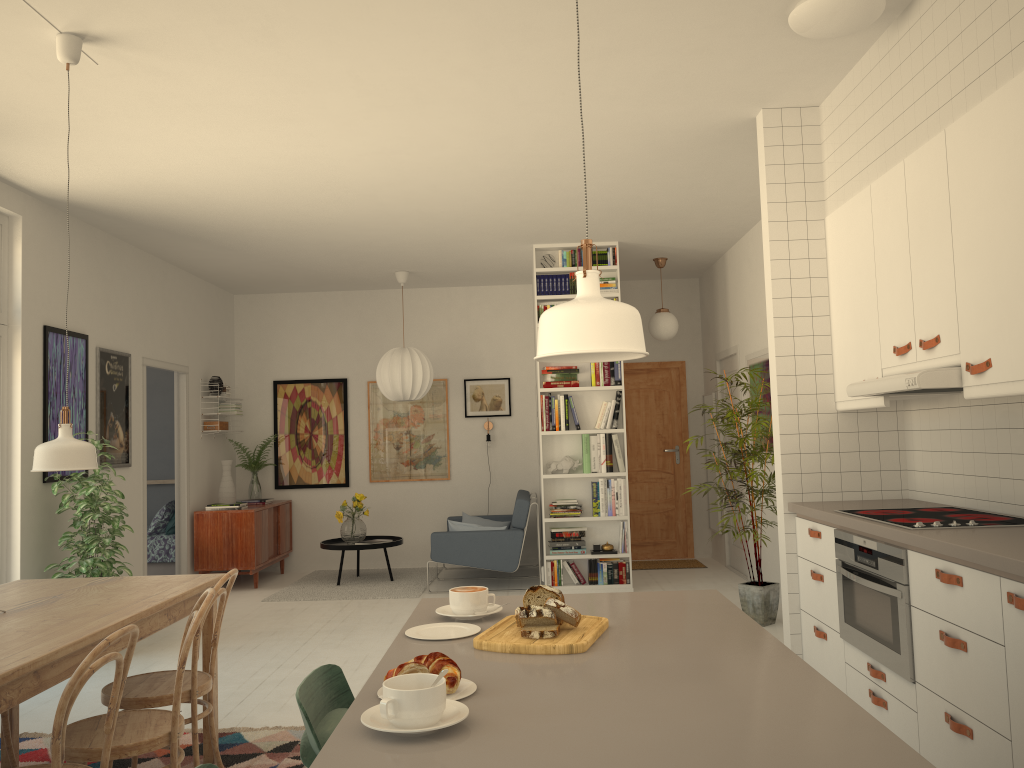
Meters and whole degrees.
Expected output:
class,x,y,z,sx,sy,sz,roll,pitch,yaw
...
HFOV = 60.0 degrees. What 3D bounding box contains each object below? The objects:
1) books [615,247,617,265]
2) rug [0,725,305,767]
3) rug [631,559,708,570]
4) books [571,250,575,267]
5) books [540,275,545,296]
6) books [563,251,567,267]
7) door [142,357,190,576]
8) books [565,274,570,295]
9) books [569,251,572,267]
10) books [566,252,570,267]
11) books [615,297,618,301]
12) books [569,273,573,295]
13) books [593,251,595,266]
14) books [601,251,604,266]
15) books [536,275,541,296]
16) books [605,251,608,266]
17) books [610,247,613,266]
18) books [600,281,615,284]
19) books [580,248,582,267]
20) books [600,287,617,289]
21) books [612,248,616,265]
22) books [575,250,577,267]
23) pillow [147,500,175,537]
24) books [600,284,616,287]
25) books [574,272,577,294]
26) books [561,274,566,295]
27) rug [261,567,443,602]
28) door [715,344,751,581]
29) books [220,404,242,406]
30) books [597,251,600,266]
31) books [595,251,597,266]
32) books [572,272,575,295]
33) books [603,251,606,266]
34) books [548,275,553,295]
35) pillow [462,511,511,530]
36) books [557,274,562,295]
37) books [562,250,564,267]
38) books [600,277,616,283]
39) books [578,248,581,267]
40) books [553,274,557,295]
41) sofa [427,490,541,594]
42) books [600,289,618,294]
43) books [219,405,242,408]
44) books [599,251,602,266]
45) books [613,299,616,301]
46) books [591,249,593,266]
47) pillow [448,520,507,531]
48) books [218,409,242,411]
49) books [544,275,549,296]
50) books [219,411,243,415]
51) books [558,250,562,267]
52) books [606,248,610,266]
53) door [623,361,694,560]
class,x,y,z,sx,sy,sz,roll,pitch,yaw
books,0.872,-1.058,7.543,0.014,0.154,0.259,-2,-4,1
rug,-1.707,1.492,2.588,1.748,0.035,3.023,-2,-4,1
rug,1.394,1.778,8.703,0.941,0.002,0.552,-2,-4,1
books,0.514,-1.044,7.510,0.028,0.147,0.192,-2,-4,1
books,0.257,-0.819,7.516,0.034,0.179,0.188,-2,-4,1
books,0.446,-1.038,7.501,0.023,0.137,0.161,-2,-4,1
door,-3.343,0.842,7.489,0.882,2.034,0.955,-2,-4,1
books,0.467,-0.826,7.512,0.034,0.179,0.188,-2,-4,1
books,0.492,-1.040,7.529,0.018,0.141,0.206,-2,-4,1
books,0.471,-1.034,7.543,0.025,0.131,0.253,-2,-4,1
books,0.880,-0.618,7.485,0.022,0.199,0.212,-2,-4,1
books,0.497,-0.832,7.523,0.020,0.191,0.205,-2,-4,1
books,0.687,-1.043,7.489,0.017,0.130,0.150,-2,-4,1
books,0.757,-1.046,7.488,0.017,0.130,0.150,-2,-4,1
books,0.222,-0.817,7.516,0.034,0.179,0.188,-2,-4,1
books,0.793,-1.047,7.488,0.017,0.130,0.150,-2,-4,1
books,0.834,-1.058,7.525,0.020,0.156,0.229,-2,-4,1
books,0.781,-0.843,7.483,0.179,0.016,0.208,-2,-4,6
books,0.581,-1.051,7.528,0.012,0.158,0.220,-2,-4,1
books,0.779,-0.793,7.503,0.200,0.018,0.208,-2,-4,1
books,0.855,-1.056,7.521,0.021,0.151,0.228,-2,-4,1
books,0.540,-1.045,7.526,0.024,0.148,0.188,-2,-4,1
pillow,-3.356,1.291,8.571,0.237,0.338,0.437,-2,-4,-1
books,0.766,-0.817,7.504,0.173,0.030,0.199,-1,-4,-9
books,0.538,-0.834,7.511,0.020,0.191,0.205,-2,-4,1
books,0.432,-0.825,7.513,0.034,0.179,0.188,-2,-4,1
rug,-1.389,1.833,8.176,1.304,0.012,1.660,-2,-4,3
door,2.055,0.699,8.060,0.166,2.034,0.955,-2,-4,1
books,-2.814,0.212,8.875,0.153,0.013,0.197,-2,-4,3
books,0.722,-1.044,7.489,0.017,0.130,0.150,-2,-4,1
books,0.705,-1.044,7.489,0.017,0.130,0.150,-2,-4,1
books,0.517,-0.832,7.520,0.020,0.191,0.205,-2,-4,1
books,0.775,-1.046,7.488,0.017,0.130,0.150,-2,-4,1
books,0.327,-0.821,7.515,0.034,0.179,0.188,-2,-4,1
pillow,-0.277,1.410,8.854,0.540,0.277,0.157,-2,-4,2
books,0.397,-0.823,7.513,0.034,0.179,0.188,-2,-4,1
books,0.428,-1.041,7.527,0.013,0.146,0.208,-2,-4,1
books,0.790,-0.867,7.501,0.169,0.032,0.188,-2,-4,6
books,0.563,-1.050,7.533,0.024,0.156,0.227,-2,-4,1
books,0.362,-0.822,7.514,0.034,0.179,0.188,-2,-4,1
sofa,-0.231,1.416,8.221,0.964,0.773,1.602,-2,-4,1
books,0.778,-0.765,7.503,0.214,0.038,0.222,-2,-4,1
books,-2.816,0.229,8.867,0.173,0.023,0.190,-2,-4,0
books,0.740,-1.045,7.489,0.017,0.130,0.150,-2,-4,1
books,0.861,-0.612,7.487,0.014,0.188,0.218,-2,-4,1
books,0.662,-1.052,7.519,0.032,0.152,0.200,-2,-4,1
pillow,-0.305,1.322,7.581,0.533,0.354,0.141,-2,-4,1
books,-2.818,0.261,8.864,0.168,0.021,0.197,-2,-4,3
books,0.292,-0.820,7.515,0.034,0.179,0.188,-2,-4,1
books,-2.811,0.290,8.870,0.179,0.038,0.190,-2,-4,0
books,0.408,-1.042,7.510,0.026,0.149,0.155,-2,-4,1
books,0.812,-1.058,7.488,0.019,0.157,0.150,-2,-4,1
door,1.374,0.792,9.219,0.931,2.034,0.159,-2,-4,1
